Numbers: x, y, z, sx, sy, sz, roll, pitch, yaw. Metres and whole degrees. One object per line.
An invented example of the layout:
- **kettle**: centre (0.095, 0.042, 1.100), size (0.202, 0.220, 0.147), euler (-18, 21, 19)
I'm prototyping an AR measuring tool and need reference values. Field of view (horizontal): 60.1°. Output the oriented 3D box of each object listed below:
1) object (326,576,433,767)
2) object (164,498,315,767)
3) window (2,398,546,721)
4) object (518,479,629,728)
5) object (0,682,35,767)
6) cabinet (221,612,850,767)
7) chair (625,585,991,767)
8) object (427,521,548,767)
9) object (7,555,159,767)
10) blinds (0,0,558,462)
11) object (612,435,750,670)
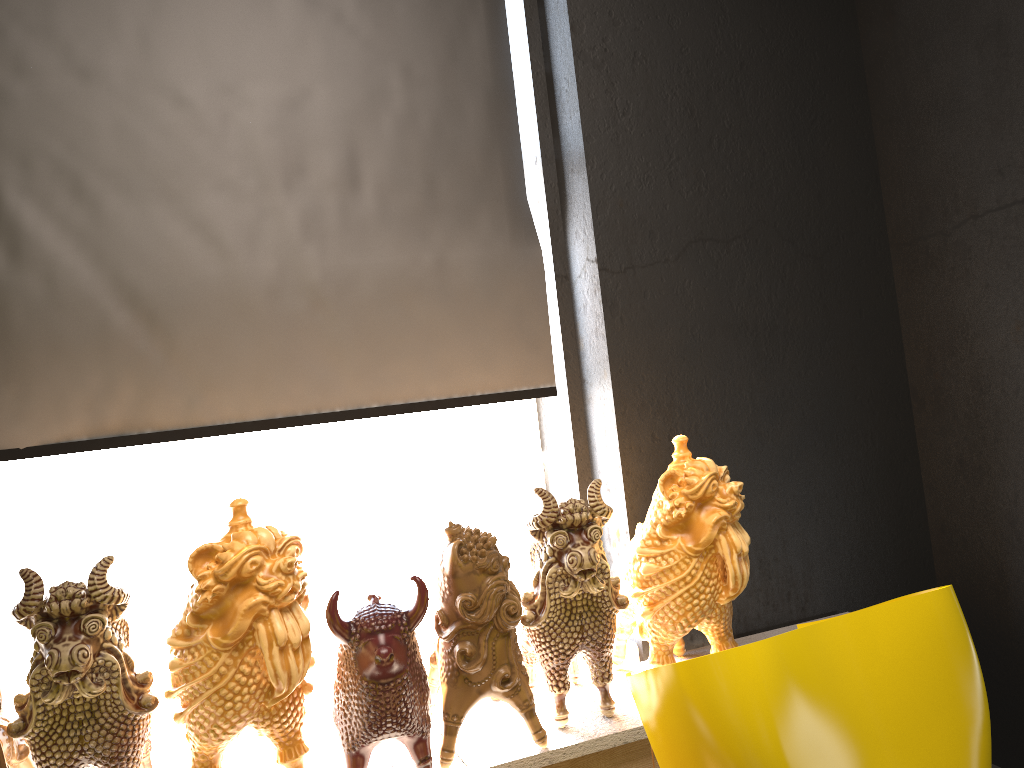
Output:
- **object**: centre (-0.311, 0.644, 2.023), size (0.220, 0.442, 0.460), euler (-5, -2, -15)
- **object**: centre (-0.590, 0.572, 1.935), size (0.308, 0.657, 0.466), euler (-5, -3, -15)
- **window**: centre (-1.083, -0.664, 2.736), size (2.313, 3.181, 0.051), euler (-5, -4, -20)
- **object**: centre (0.111, 0.529, 2.207), size (0.272, 0.582, 0.427), euler (-5, -3, -27)
- **object**: centre (-1.102, 0.692, 1.781), size (0.249, 0.548, 0.473), euler (-6, -2, -12)
- **cabinet**: centre (-0.125, 1.112, 2.087), size (2.736, 0.532, 0.402), euler (-6, -2, -20)
- **chair**: centre (0.697, 0.842, 1.399), size (0.660, 0.900, 1.063), euler (-5, -2, -25)
- **object**: centre (-0.102, 0.580, 2.156), size (0.249, 0.548, 0.473), euler (-6, -2, -12)
- **object**: centre (-0.889, 0.641, 1.832), size (0.272, 0.582, 0.427), euler (-5, -3, -27)
- **blinds**: centre (-3.279, -0.512, 1.117), size (12.711, 3.325, 3.512), euler (-6, -2, 0)
- **object**: centre (0.410, 0.460, 2.310), size (0.308, 0.657, 0.466), euler (-5, -3, -15)
